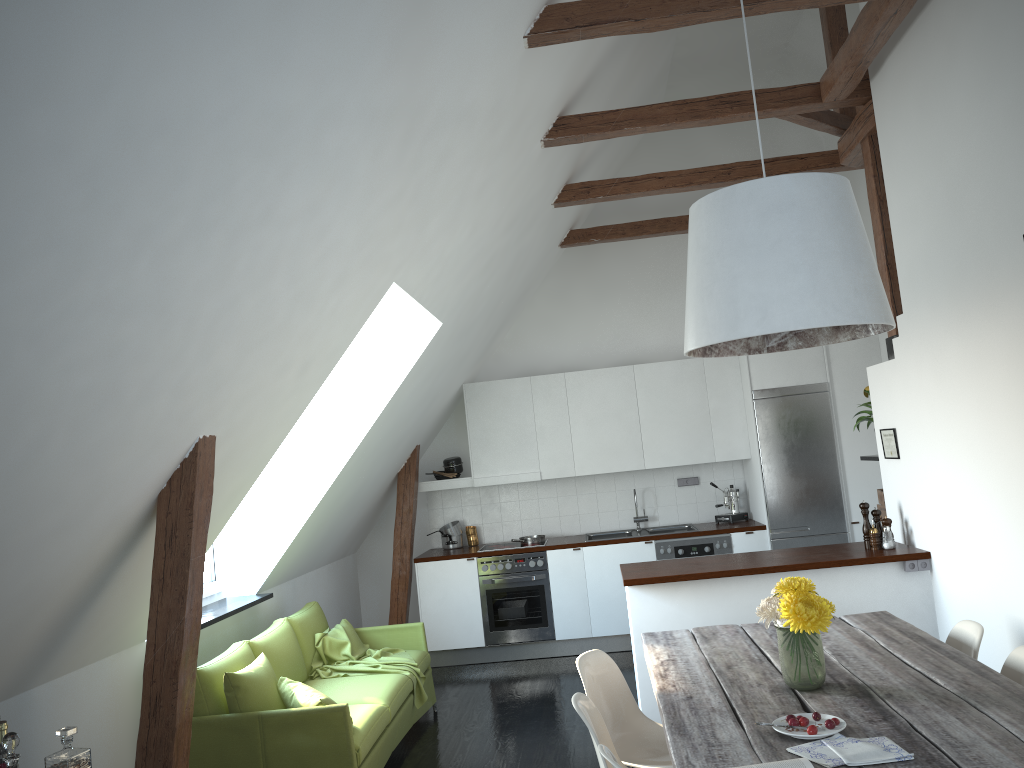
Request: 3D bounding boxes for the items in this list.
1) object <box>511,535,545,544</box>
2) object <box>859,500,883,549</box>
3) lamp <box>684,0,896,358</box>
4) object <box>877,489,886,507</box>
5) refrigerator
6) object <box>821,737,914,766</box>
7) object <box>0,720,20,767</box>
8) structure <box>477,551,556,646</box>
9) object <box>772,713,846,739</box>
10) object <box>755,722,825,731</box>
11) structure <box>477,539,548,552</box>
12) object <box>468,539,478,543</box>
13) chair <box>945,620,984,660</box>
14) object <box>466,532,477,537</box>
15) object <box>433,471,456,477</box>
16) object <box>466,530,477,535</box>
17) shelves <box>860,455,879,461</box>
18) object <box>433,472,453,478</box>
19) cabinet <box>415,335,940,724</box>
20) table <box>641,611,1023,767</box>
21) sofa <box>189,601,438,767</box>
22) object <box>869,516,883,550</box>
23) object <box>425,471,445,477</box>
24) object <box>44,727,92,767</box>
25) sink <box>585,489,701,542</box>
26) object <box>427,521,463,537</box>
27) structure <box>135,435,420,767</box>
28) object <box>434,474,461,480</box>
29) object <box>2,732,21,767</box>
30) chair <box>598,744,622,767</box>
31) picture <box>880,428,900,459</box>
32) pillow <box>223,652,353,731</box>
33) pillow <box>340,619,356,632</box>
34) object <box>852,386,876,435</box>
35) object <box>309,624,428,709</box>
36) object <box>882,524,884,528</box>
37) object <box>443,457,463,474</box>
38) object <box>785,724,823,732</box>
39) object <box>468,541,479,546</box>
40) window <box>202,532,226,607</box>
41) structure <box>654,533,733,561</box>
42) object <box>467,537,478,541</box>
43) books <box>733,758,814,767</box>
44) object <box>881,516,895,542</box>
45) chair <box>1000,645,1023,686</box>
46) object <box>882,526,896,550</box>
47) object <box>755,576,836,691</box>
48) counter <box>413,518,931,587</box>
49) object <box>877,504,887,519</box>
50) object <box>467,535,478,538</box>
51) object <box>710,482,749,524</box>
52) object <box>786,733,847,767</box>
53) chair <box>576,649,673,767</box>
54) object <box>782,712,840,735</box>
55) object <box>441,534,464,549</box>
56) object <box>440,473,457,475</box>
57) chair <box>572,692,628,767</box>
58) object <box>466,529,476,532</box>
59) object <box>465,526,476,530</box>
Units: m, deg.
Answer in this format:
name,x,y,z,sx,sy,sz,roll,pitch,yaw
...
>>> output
name,x,y,z,sx,sy,sz,roll,pitch,yaw
object,0.123,1.362,7.767,0.351,0.061,0.232,-4,-5,-22
object,2.133,0.827,5.250,0.123,0.283,0.061,-6,-5,5
lamp,0.822,-1.537,3.183,0.757,2.813,0.697,-2,-6,-35
object,2.565,0.720,5.747,0.329,0.101,0.287,-7,-5,15
refrigerator,2.367,0.945,7.175,0.609,1.868,0.031,-6,-5,5
object,0.938,0.964,2.343,0.182,0.016,0.179,-6,-5,0
object,-1.548,1.185,2.705,0.081,0.307,0.081,-7,-5,10
structure,0.063,1.806,7.669,0.583,0.725,0.749,-6,-5,5
object,0.853,0.988,2.547,0.205,0.024,0.205,-6,-5,-3
object,0.797,0.983,2.546,0.194,0.022,0.019,-8,-5,20
structure,0.017,1.417,7.689,0.574,0.041,0.504,-6,-5,5
object,-0.354,1.429,8.050,0.100,0.048,0.099,-8,-5,23
chair,1.664,1.393,3.595,0.542,0.801,0.465,-6,-5,6
object,-0.366,1.370,8.058,0.099,0.057,0.101,-7,-5,16
object,-0.610,0.805,7.944,0.061,0.077,0.331,-2,-6,-37
object,-0.369,1.352,8.056,0.100,0.036,0.100,-3,-6,-29
shelves,2.670,0.707,5.694,0.660,0.553,0.408,-6,-5,5
object,-0.623,0.812,7.935,0.065,0.065,0.332,-3,-6,-28
cabinet,1.167,0.918,6.533,4.208,2.369,3.033,-6,-5,5
table,1.098,1.399,2.911,1.141,0.788,2.421,-6,-5,5
sofa,-1.075,1.800,5.127,0.898,0.825,2.093,-6,-5,4
object,2.118,0.867,5.165,0.080,0.192,0.058,-5,-5,-11
object,-0.646,0.825,8.028,0.357,0.075,0.244,-4,-5,-24
object,-1.455,1.239,2.909,0.101,0.211,0.101,-8,-5,20
sink,1.099,1.177,7.682,0.963,0.519,0.671,-6,-5,5
object,-0.621,1.337,8.010,0.371,0.169,0.203,-4,-5,-23
structure,-1.769,1.010,1.657,1.023,1.963,12.350,-6,-5,5
object,-0.577,0.829,7.983,0.243,0.056,0.350,-5,-5,-6
object,-1.471,1.176,2.614,0.114,0.292,0.114,-4,-5,-23
chair,0.559,1.414,2.511,0.542,0.801,0.465,-5,-5,-9
picture,2.259,0.357,5.299,0.023,0.182,0.250,-6,-5,5
pillow,-1.066,1.537,4.372,0.600,0.387,0.475,-6,-5,2
pillow,-1.113,1.735,5.898,0.210,0.275,0.462,-6,-5,3
object,2.496,0.214,5.842,0.493,0.486,0.506,-8,-5,24
object,-0.900,1.814,5.748,0.722,0.493,0.711,-6,-5,0
object,2.582,0.919,5.719,0.329,0.101,0.287,-7,-5,15
object,-0.536,0.744,8.049,0.190,0.166,0.200,-3,-6,-32
object,0.836,0.986,2.547,0.110,0.011,0.058,-7,-5,9
object,-0.350,1.450,8.049,0.100,0.036,0.100,-6,-5,1
window,0.419,-1.329,1.791,5.959,4.249,8.018,-6,-5,5
structure,1.536,1.631,7.461,0.612,0.725,0.582,-6,-5,5
object,-0.358,1.412,8.053,0.099,0.051,0.099,-5,-5,-9
books,0.652,0.967,2.159,0.202,0.042,0.251,-5,-5,-7
object,2.199,0.864,5.185,0.058,0.184,0.058,-6,-5,1
chair,1.620,1.357,3.125,0.542,0.801,0.465,-7,-5,11
object,2.167,0.886,5.116,0.069,0.135,0.069,-4,-5,-20
object,0.978,0.842,3.016,0.233,0.365,0.293,-4,-5,-24
counter,0.767,1.241,6.520,3.365,0.038,3.085,-6,-5,5
object,2.571,0.821,5.728,0.287,0.101,0.329,-6,-5,0
object,-0.362,1.392,8.057,0.099,0.043,0.100,-5,-5,-8
object,1.875,1.028,7.763,0.353,0.370,0.206,-2,-6,-39
object,0.857,0.976,2.366,0.182,0.014,0.185,-4,-5,-21
chair,0.574,1.508,3.608,0.542,0.801,0.465,-9,-6,31
object,0.866,0.975,2.557,0.132,0.034,0.144,-4,-5,-23
object,-0.520,1.402,7.965,0.200,0.154,0.348,-5,-5,-16
object,-0.579,0.808,7.986,0.065,0.031,0.335,-2,-6,-38
chair,0.517,1.464,3.035,0.542,0.801,0.465,-6,-5,6
object,-0.371,1.335,8.057,0.100,0.036,0.100,-9,-6,33
object,-0.372,1.315,8.058,0.100,0.047,0.099,-6,-5,0
